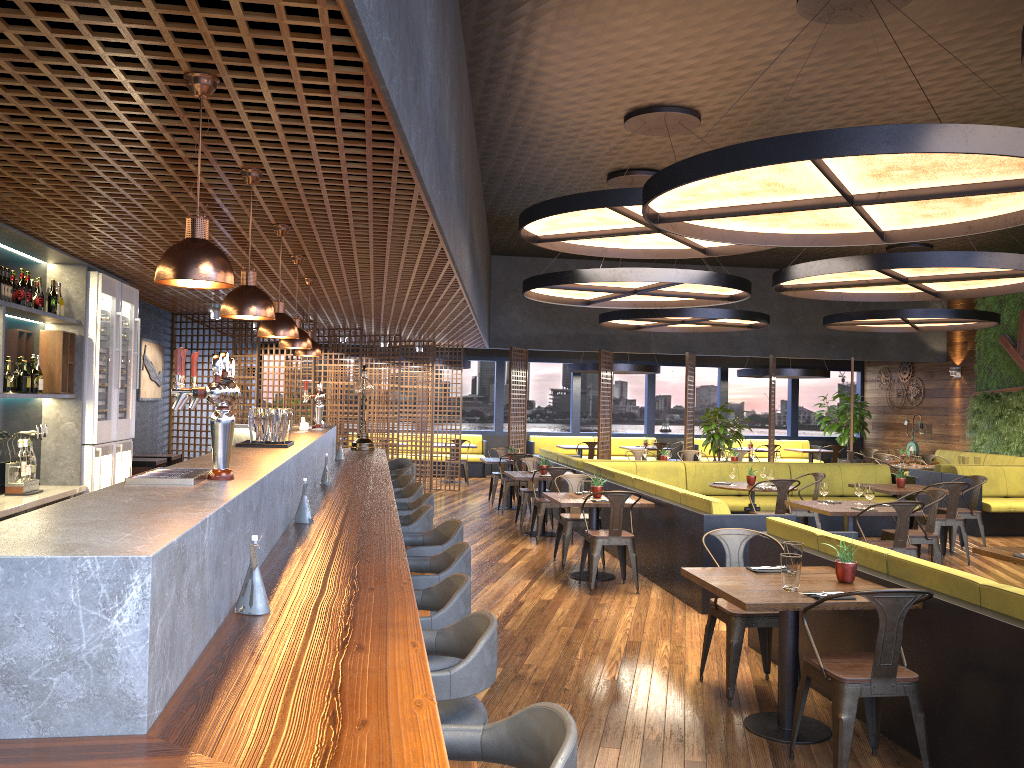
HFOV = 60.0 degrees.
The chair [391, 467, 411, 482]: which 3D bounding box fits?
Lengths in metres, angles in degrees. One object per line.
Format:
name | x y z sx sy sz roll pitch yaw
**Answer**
chair | -1.159 1.288 8.117 0.438 1.048 0.483 2 -1 -37

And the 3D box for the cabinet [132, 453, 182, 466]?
cabinet | -3.884 1.281 9.688 0.473 1.007 0.553 1 -1 -9

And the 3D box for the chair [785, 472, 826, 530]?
chair | 3.398 1.502 10.456 0.541 0.917 0.504 1 -1 -8

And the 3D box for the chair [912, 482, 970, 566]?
chair | 4.762 1.520 9.839 0.504 0.917 0.541 1 -1 -8

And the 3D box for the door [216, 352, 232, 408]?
door | -4.958 0.672 15.344 0.052 2.386 2.441 1 -1 -9

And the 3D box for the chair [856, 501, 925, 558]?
chair | 3.280 1.445 7.724 0.504 0.917 0.541 1 -1 -8

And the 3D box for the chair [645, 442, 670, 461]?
chair | 2.972 1.649 18.241 0.504 0.917 0.541 1 -1 -8

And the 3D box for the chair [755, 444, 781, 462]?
chair | 5.347 1.709 18.608 0.504 0.917 0.541 1 -1 -8

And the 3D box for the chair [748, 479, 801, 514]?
chair | 2.871 1.476 9.748 0.504 0.917 0.541 1 -1 -8

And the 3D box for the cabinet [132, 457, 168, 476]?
cabinet | -3.778 1.270 9.001 0.473 1.007 0.553 1 -1 -9

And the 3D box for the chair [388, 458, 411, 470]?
chair | -1.289 1.310 9.322 0.438 1.048 0.483 2 -1 -17

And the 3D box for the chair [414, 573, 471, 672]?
chair | -0.380 1.206 3.147 0.438 1.048 0.483 2 -1 -37

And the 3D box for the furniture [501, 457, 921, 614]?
furniture | 3.045 1.515 11.290 4.895 0.914 7.462 2 -1 -14

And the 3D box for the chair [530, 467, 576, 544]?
chair | 0.488 1.442 10.677 0.504 0.917 0.541 1 -1 -8

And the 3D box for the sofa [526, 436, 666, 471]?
sofa | 1.915 1.666 20.114 3.061 0.914 0.966 1 -1 -9

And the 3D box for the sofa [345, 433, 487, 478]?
sofa | -2.110 1.564 19.492 3.061 0.914 0.966 1 -1 -9

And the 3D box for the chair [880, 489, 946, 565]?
chair | 3.854 1.474 8.520 0.541 0.917 0.504 1 -1 -8

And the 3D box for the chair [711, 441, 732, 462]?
chair | 4.561 1.705 19.243 0.541 0.917 0.504 1 -1 -8

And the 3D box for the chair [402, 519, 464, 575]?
chair | -0.480 1.232 4.559 0.438 1.048 0.483 1 -1 11

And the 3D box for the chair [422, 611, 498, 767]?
chair | -0.276 1.197 2.559 0.438 1.048 0.483 2 -1 -37

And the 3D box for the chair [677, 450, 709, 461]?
chair | 3.053 1.584 14.913 0.504 0.917 0.541 1 -1 -8

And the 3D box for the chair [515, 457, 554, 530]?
chair | 0.298 1.462 11.909 0.504 0.917 0.541 1 -1 -8

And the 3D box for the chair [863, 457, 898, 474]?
chair | 5.977 1.638 14.354 0.541 0.917 0.504 1 -1 -8

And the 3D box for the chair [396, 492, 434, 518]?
chair | -0.755 1.254 5.935 0.438 1.048 0.483 1 -1 20

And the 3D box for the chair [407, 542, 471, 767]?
chair | -0.409 1.219 3.834 0.438 1.048 0.483 1 -1 20

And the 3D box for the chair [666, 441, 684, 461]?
chair | 3.467 1.676 19.013 0.541 0.917 0.504 1 -1 -8

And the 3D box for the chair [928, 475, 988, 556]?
chair | 5.351 1.549 10.585 0.541 0.917 0.504 1 -1 -8

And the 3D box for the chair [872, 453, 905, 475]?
chair | 6.466 1.666 15.197 0.504 0.917 0.541 1 -1 -8

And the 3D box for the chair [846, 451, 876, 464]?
chair | 6.404 1.685 16.224 0.541 0.917 0.504 1 -1 -8

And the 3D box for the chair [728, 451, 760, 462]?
chair | 3.943 1.607 15.051 0.504 0.917 0.541 1 -1 -8

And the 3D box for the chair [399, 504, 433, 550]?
chair | -0.704 1.241 5.252 0.438 1.048 0.483 2 -1 -37

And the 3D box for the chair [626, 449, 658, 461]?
chair | 2.157 1.561 14.775 0.504 0.917 0.541 1 -1 -8

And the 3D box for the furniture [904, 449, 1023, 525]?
furniture | 7.450 1.693 15.302 3.378 0.916 4.755 1 -1 -9

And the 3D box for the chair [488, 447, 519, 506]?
chair | -0.135 1.506 14.561 0.504 0.917 0.541 1 -1 -8

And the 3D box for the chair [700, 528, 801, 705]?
chair | 1.402 1.354 5.273 0.504 0.917 0.541 1 -1 -8

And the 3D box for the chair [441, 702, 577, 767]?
chair | -0.107 1.184 1.752 0.438 1.048 0.483 2 -1 -37

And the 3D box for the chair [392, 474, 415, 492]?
chair | -1.035 1.276 7.350 0.438 1.048 0.483 1 -1 5

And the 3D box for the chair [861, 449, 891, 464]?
chair | 7.009 1.716 17.073 0.504 0.917 0.541 1 -1 -8

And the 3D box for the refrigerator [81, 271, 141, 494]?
refrigerator | -3.564 0.166 7.566 0.454 2.109 1.159 1 -1 -9

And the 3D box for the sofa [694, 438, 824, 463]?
sofa | 5.659 1.762 20.692 3.061 0.914 0.966 1 -1 -9

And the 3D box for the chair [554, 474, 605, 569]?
chair | 0.696 1.417 9.239 0.504 0.917 0.541 1 -1 -8

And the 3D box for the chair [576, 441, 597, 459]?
chair | 1.559 1.613 18.023 0.504 0.917 0.541 1 -1 -8

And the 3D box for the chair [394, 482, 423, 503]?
chair | -0.906 1.265 6.656 0.483 1.048 0.438 0 -2 41

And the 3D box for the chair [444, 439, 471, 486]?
chair | -1.091 1.545 17.614 0.504 0.917 0.541 1 -1 -8

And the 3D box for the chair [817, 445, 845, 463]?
chair | 6.759 1.745 18.826 0.504 0.917 0.541 1 -1 -8

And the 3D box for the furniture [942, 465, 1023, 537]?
furniture | 8.157 1.618 10.720 3.372 0.914 4.503 1 -1 -9

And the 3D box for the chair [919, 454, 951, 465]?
chair | 7.324 1.688 15.329 0.504 0.917 0.541 1 -1 -8

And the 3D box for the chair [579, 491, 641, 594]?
chair | 0.886 1.397 8.009 0.504 0.917 0.541 1 -1 -8

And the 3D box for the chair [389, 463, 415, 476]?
chair | -1.189 1.300 8.742 0.438 1.048 0.483 1 -1 20

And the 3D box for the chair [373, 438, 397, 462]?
chair | -2.504 1.509 17.395 0.504 0.917 0.541 1 -1 -8

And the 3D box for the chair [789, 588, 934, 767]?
chair | 1.595 1.333 4.024 0.504 0.917 0.541 1 -1 -8

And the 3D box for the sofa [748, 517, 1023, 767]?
sofa | 2.377 1.370 4.801 0.966 0.914 3.061 1 -1 -9

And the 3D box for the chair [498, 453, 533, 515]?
chair | 0.052 1.485 13.349 0.504 0.917 0.541 1 -1 -8
